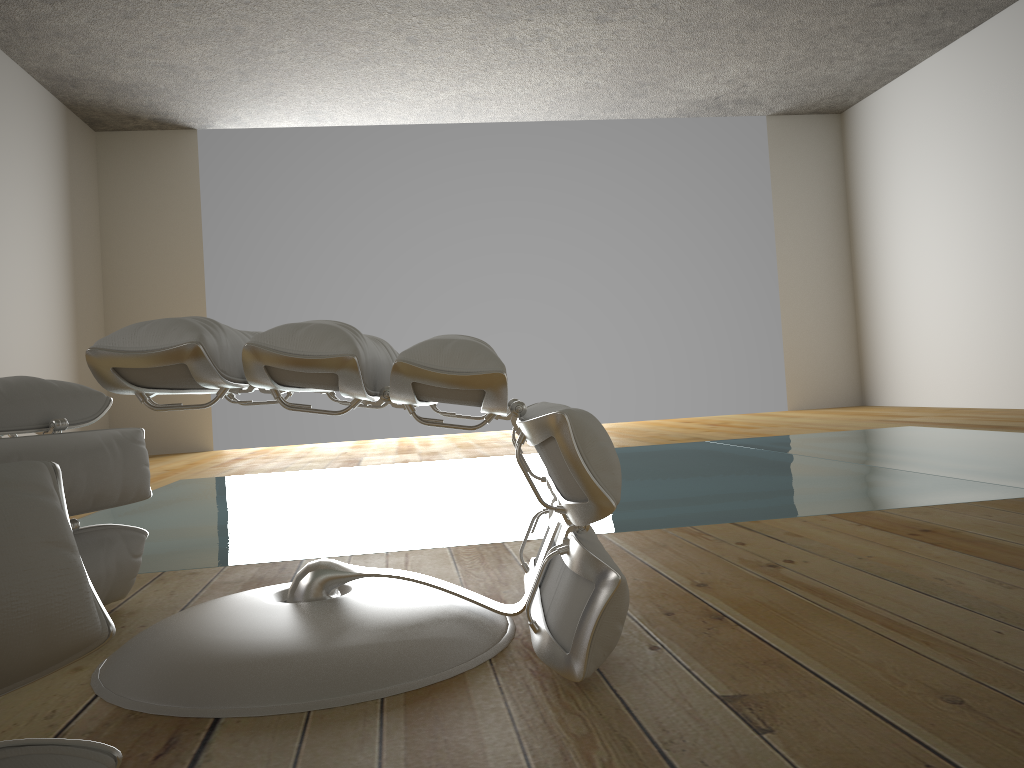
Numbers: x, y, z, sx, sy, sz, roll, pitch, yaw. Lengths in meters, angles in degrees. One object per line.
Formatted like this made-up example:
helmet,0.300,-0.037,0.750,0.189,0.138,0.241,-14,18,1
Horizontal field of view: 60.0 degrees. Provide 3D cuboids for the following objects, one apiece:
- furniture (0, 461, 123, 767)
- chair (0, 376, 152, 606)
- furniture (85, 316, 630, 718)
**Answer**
furniture,-0.657,0.151,0.439,0.685,0.440,0.569,-4,-1,28
chair,-1.117,-0.080,1.379,0.913,0.970,0.569,-4,-2,18
furniture,-0.215,0.127,1.214,0.686,0.440,0.569,-4,-1,-1
